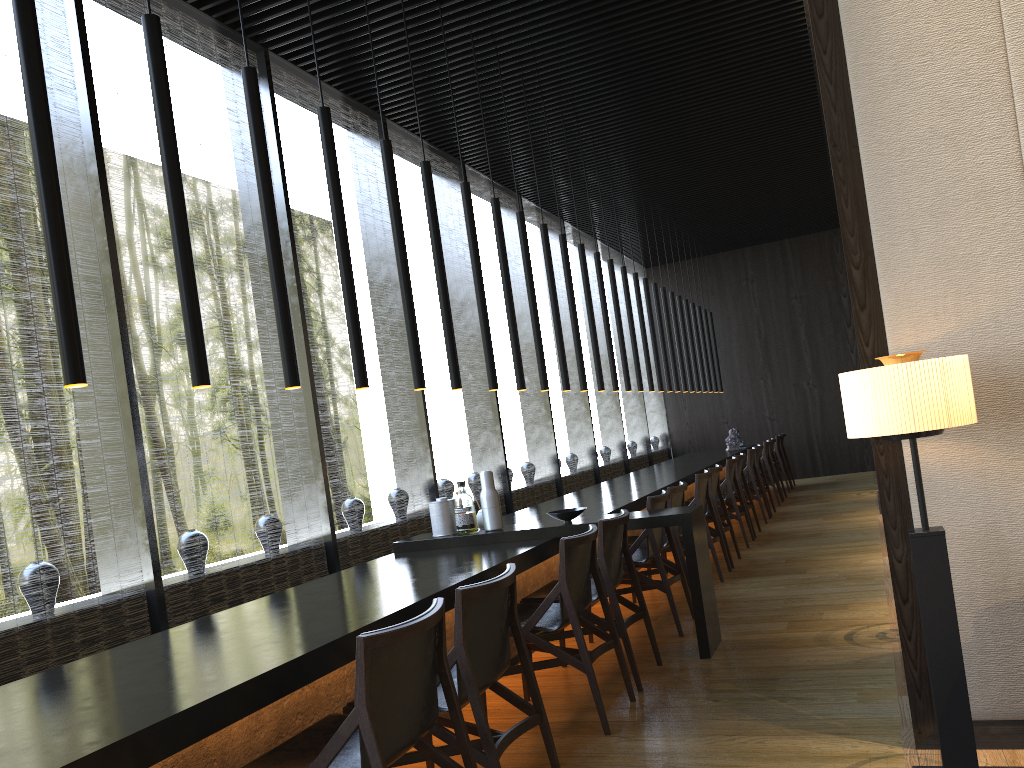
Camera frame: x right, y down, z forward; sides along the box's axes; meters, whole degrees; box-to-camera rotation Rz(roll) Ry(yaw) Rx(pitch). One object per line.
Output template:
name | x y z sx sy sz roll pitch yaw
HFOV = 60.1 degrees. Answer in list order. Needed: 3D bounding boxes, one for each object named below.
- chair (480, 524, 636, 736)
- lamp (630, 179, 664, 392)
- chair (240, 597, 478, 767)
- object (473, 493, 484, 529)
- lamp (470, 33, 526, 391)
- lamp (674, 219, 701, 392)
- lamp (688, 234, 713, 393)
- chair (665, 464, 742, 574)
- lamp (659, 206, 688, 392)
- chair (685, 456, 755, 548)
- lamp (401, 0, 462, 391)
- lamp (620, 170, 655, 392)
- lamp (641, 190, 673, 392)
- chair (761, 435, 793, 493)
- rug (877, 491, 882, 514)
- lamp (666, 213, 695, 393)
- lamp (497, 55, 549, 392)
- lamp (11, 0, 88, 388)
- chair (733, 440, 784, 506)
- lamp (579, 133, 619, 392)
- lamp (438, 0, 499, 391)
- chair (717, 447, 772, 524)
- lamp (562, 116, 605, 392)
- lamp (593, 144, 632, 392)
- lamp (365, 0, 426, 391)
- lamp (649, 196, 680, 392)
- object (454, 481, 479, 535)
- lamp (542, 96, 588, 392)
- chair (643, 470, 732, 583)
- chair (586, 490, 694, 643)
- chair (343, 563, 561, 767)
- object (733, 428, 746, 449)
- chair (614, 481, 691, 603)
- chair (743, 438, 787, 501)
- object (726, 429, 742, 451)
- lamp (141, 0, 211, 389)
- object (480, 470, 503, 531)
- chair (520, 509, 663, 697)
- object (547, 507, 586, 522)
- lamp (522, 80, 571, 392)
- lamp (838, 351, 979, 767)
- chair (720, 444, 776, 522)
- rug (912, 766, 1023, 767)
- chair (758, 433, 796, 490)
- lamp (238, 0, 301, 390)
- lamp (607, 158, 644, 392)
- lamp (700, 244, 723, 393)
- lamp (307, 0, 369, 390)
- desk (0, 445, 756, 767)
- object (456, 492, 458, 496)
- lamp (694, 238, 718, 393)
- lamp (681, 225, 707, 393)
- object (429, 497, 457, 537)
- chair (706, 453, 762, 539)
chair | 0.171 1.084 3.956 0.565 0.826 0.525 -9 -2 22
lamp | 1.469 -1.110 9.735 0.060 2.419 0.060 -8 0 17
chair | -0.416 1.068 2.482 0.565 0.826 0.525 -9 -2 22
object | -0.165 0.759 5.325 0.136 0.217 0.135 -8 -1 9
lamp | -0.106 -1.154 5.778 0.060 2.419 0.060 -8 0 17
lamp | 2.350 -1.086 11.947 0.060 2.419 0.060 -8 0 17
lamp | 2.722 -1.076 12.882 0.060 2.419 0.060 -8 0 17
chair | 1.557 1.122 7.438 0.565 0.826 0.525 -9 -2 22
lamp | 1.999 -1.096 11.066 0.060 2.419 0.060 -8 0 17
chair | 1.931 1.132 8.378 0.565 0.826 0.525 -9 -2 22
lamp | -0.471 -1.164 4.861 0.060 2.419 0.060 -8 0 17
lamp | 1.302 -1.115 9.314 0.060 2.419 0.060 -8 -1 27
lamp | 1.644 -1.106 10.174 0.060 2.419 0.060 -8 0 17
chair | 3.721 1.182 12.873 0.565 0.826 0.525 -9 -2 22
rug | 5.125 1.184 9.743 2.047 0.008 2.238 -10 -4 22
lamp | 2.173 -1.091 11.502 0.060 2.419 0.060 -8 0 17
lamp | 0.063 -1.149 6.202 0.060 2.419 0.060 -8 0 17
lamp | -1.404 -1.190 2.518 0.060 2.419 0.060 -8 0 17
chair | 3.124 1.165 11.375 0.565 0.826 0.525 -9 -2 22
lamp | 0.769 -1.130 7.975 0.060 2.419 0.060 -8 0 17
lamp | -0.278 -1.159 5.346 0.060 2.419 0.060 -8 0 17
chair | 2.528 1.149 9.877 0.565 0.826 0.525 -9 -2 22
lamp | 0.592 -1.135 7.531 0.060 2.419 0.060 -8 -1 27
lamp | 0.937 -1.125 8.397 0.060 2.419 0.060 -8 -1 27
lamp | -0.630 -1.168 4.461 0.060 2.419 0.060 -8 0 17
lamp | 1.815 -1.101 10.603 0.060 2.419 0.060 -8 0 17
object | -0.278 0.722 5.188 0.129 0.305 0.129 -8 -1 8
lamp | 0.407 -1.140 7.066 0.060 2.419 0.060 -8 0 17
chair | 1.344 1.116 6.904 0.565 0.826 0.525 -9 -2 22
chair | 0.758 1.100 5.430 0.565 0.826 0.525 -9 -2 22
chair | -0.204 1.074 3.016 0.565 0.826 0.525 -9 -2 22
object | 3.270 0.802 12.966 0.163 0.313 0.210 -7 -2 -43
chair | 0.970 1.106 5.964 0.565 0.826 0.525 -9 -2 22
chair | 3.337 1.171 11.909 0.565 0.826 0.525 -9 -2 22
object | 3.173 0.801 12.736 0.207 0.310 0.162 -8 -1 2
lamp | -1.215 -1.185 2.993 0.060 2.419 0.060 -8 0 17
object | -0.128 0.680 5.173 0.113 0.344 0.113 -8 -1 17
chair | 0.383 1.090 4.490 0.565 0.826 0.525 -9 -2 22
object | 0.315 0.751 5.020 0.228 0.067 0.227 -10 -4 24
lamp | 0.242 -1.144 6.652 0.060 2.419 0.060 -8 0 17
lamp | 1.313 0.576 2.775 0.375 1.350 0.374 -8 -1 12
chair | 2.740 1.155 10.410 0.565 0.826 0.525 -9 -2 22
rug | 1.848 1.094 1.511 2.047 0.008 2.238 -10 -4 22
chair | 3.933 1.188 13.407 0.565 0.826 0.525 -9 -2 22
lamp | -1.025 -1.179 3.471 0.060 2.419 0.060 -8 0 17
lamp | 1.119 -1.120 8.855 0.060 2.419 0.060 -8 0 17
lamp | 3.101 -1.065 13.833 0.060 2.419 0.060 -8 0 17
lamp | -0.834 -1.174 3.949 0.060 2.419 0.060 -8 0 17
desk | -1.589 1.133 0.522 1.785 0.759 28.692 -9 -4 21
object | -0.312 0.773 5.379 0.067 0.237 0.067 -8 -1 15
lamp | 2.910 -1.071 13.353 0.060 2.419 0.060 -8 0 17
lamp | 2.538 -1.081 12.418 0.060 2.419 0.060 -8 0 17
object | -0.406 0.791 5.298 0.169 0.219 0.168 -9 -2 17
chair | 2.144 1.138 8.912 0.565 0.826 0.525 -9 -2 22
